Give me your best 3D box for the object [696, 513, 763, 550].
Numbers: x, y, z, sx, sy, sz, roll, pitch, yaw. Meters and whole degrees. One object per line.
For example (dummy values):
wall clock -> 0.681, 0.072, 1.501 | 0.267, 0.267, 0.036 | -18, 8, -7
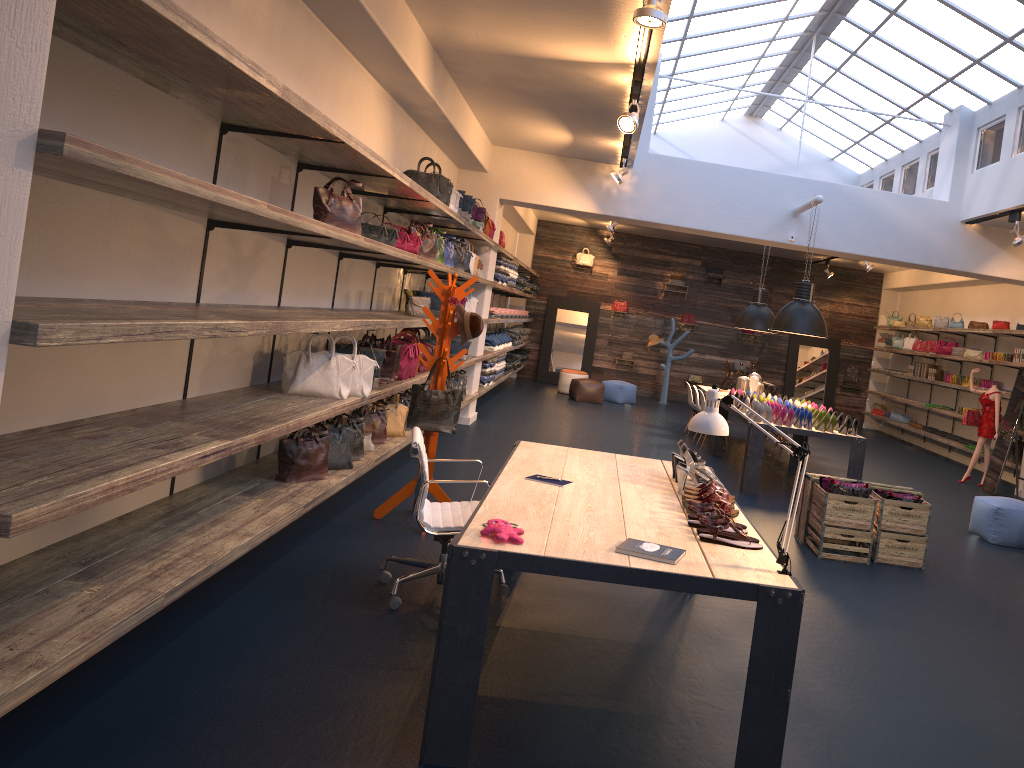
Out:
object -> 0.896, 0.601, 3.573 | 0.280, 0.090, 0.214 | 8, 4, -1

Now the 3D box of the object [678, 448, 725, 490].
object -> 1.012, 0.460, 4.603 | 0.289, 0.223, 0.115 | 8, 1, -12

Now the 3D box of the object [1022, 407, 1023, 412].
object -> 7.507, 0.482, 12.742 | 0.365, 0.390, 0.184 | 9, 1, 12

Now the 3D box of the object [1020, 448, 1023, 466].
object -> 7.391, 1.019, 12.320 | 0.371, 0.339, 0.220 | 9, 1, 5

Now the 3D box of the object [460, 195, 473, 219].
object -> -0.590, -1.705, 8.251 | 0.417, 0.232, 0.178 | 8, 2, 0

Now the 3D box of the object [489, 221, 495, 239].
object -> -0.352, -1.902, 10.673 | 0.242, 0.283, 0.319 | 10, 3, 38

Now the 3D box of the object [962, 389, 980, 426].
object -> 6.718, 0.336, 12.632 | 0.339, 0.553, 0.084 | 8, 0, -26

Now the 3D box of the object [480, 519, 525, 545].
object -> -0.033, 0.522, 3.162 | 0.160, 0.051, 0.303 | 8, 5, -2

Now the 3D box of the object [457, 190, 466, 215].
object -> -0.609, -1.696, 8.061 | 0.322, 0.244, 0.192 | 10, 2, 19

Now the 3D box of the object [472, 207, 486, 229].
object -> -0.494, -1.772, 9.176 | 0.417, 0.235, 0.178 | 8, 2, 0

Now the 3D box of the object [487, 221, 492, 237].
object -> -0.395, -1.924, 10.506 | 0.272, 0.330, 0.210 | 7, 2, -41

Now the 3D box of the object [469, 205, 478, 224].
object -> -0.574, -1.765, 8.972 | 0.425, 0.235, 0.175 | 8, 2, -7

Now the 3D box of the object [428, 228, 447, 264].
object -> -0.714, -1.251, 7.879 | 0.201, 0.338, 0.405 | 10, 3, 39

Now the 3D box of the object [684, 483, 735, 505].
object -> 0.967, 0.540, 4.229 | 0.265, 0.117, 0.098 | 8, 2, -10

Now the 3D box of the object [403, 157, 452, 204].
object -> -0.714, -1.705, 7.271 | 0.435, 0.386, 0.188 | 8, 1, -8

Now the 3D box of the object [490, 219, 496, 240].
object -> -0.352, -1.930, 10.776 | 0.266, 0.310, 0.202 | 7, 2, -38

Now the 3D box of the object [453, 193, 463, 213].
object -> -0.659, -1.725, 7.883 | 0.433, 0.331, 0.189 | 8, 1, -6

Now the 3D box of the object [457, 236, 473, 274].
object -> -0.576, -1.379, 9.207 | 0.178, 0.385, 0.458 | 9, 3, 39

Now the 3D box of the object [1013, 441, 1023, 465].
object -> 7.376, 0.994, 12.476 | 0.346, 0.356, 0.161 | 8, 1, -2

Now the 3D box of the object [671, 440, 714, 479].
object -> 1.030, 0.436, 4.894 | 0.282, 0.223, 0.118 | 8, 1, -2

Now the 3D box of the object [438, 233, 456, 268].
object -> -0.662, -1.292, 8.407 | 0.201, 0.338, 0.405 | 10, 3, 39

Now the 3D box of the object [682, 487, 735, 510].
object -> 0.933, 0.545, 4.119 | 0.253, 0.117, 0.102 | 9, 2, 7

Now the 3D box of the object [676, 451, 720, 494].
object -> 0.978, 0.467, 4.463 | 0.289, 0.223, 0.115 | 8, 1, -12

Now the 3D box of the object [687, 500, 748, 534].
object -> 0.903, 0.581, 3.810 | 0.279, 0.090, 0.225 | 9, 4, 4

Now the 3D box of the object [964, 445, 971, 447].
object -> 7.376, 1.021, 14.016 | 0.239, 0.058, 0.082 | 8, 3, -7

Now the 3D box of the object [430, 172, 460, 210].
object -> -0.678, -1.710, 7.679 | 0.435, 0.331, 0.188 | 8, 1, -8

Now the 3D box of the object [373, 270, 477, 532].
object -> -0.525, 0.092, 5.981 | 0.418, 1.729, 0.472 | 9, 0, 28

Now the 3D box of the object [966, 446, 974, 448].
object -> 7.374, 1.029, 13.922 | 0.239, 0.058, 0.082 | 8, 3, -7

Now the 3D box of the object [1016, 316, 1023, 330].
object -> 7.611, -0.924, 12.899 | 0.187, 0.279, 0.063 | 9, 1, 31

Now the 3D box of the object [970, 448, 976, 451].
object -> 7.356, 1.043, 13.741 | 0.239, 0.058, 0.082 | 8, 3, -7

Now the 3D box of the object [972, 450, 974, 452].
object -> 7.334, 1.048, 13.649 | 0.239, 0.058, 0.082 | 8, 3, -7

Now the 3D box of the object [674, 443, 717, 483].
object -> 1.022, 0.447, 4.760 | 0.281, 0.223, 0.118 | 8, 1, -1

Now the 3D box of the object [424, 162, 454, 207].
object -> -0.713, -1.721, 7.465 | 0.427, 0.386, 0.192 | 8, 1, -2

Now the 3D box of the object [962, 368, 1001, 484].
object -> 6.764, 0.627, 12.383 | 0.364, 1.664, 0.706 | 8, 1, -19

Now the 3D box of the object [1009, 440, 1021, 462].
object -> 7.426, 0.992, 12.673 | 0.371, 0.339, 0.220 | 9, 1, 6

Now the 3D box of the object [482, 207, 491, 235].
object -> -0.404, -1.940, 10.373 | 0.272, 0.385, 0.210 | 7, 2, -41

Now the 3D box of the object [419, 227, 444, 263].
object -> -0.737, -1.222, 7.610 | 0.182, 0.322, 0.406 | 10, 3, 41

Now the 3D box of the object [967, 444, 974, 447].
object -> 7.434, 1.006, 13.973 | 0.235, 0.063, 0.084 | 9, 3, 2

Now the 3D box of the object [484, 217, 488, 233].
object -> -0.478, -1.923, 10.226 | 0.371, 0.339, 0.220 | 9, 1, 5

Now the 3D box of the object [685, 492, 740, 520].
object -> 0.926, 0.554, 3.999 | 0.264, 0.117, 0.098 | 8, 2, -8

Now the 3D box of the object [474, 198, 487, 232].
object -> -0.430, -1.908, 9.860 | 0.299, 0.410, 0.133 | 8, 0, -6

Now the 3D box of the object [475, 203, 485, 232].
object -> -0.467, -1.854, 9.546 | 0.345, 0.335, 0.168 | 9, 1, 9

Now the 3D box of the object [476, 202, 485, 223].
object -> -0.447, -1.870, 9.720 | 0.299, 0.352, 0.133 | 8, 1, -6

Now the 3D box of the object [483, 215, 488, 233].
object -> -0.475, -1.905, 10.036 | 0.264, 0.338, 0.314 | 10, 3, 43

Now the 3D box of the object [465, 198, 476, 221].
object -> -0.573, -1.718, 8.423 | 0.428, 0.232, 0.174 | 8, 2, -9

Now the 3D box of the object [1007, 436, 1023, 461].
object -> 7.461, 0.956, 12.847 | 0.365, 0.390, 0.183 | 9, 1, 12

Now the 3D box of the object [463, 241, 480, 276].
object -> -0.520, -1.425, 9.800 | 0.178, 0.385, 0.458 | 9, 3, 39

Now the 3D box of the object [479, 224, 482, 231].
object -> -0.483, -1.841, 9.380 | 0.345, 0.335, 0.168 | 9, 1, 9

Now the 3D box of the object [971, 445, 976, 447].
object -> 7.452, 1.017, 13.880 | 0.233, 0.068, 0.084 | 9, 3, 4

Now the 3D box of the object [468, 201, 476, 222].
object -> -0.580, -1.733, 8.609 | 0.425, 0.235, 0.175 | 8, 2, -7

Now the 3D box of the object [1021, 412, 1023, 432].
object -> 7.422, 0.520, 12.371 | 0.346, 0.356, 0.161 | 8, 1, -2

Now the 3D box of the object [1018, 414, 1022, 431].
object -> 7.472, 0.518, 12.568 | 0.371, 0.339, 0.220 | 9, 1, 6

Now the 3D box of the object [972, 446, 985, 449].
object -> 7.417, 1.018, 13.792 | 0.233, 0.064, 0.086 | 9, 3, 4

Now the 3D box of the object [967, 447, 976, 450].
object -> 7.352, 1.034, 13.830 | 0.239, 0.058, 0.082 | 8, 3, -7

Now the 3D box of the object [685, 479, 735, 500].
object -> 0.992, 0.533, 4.346 | 0.256, 0.117, 0.101 | 9, 2, 2
